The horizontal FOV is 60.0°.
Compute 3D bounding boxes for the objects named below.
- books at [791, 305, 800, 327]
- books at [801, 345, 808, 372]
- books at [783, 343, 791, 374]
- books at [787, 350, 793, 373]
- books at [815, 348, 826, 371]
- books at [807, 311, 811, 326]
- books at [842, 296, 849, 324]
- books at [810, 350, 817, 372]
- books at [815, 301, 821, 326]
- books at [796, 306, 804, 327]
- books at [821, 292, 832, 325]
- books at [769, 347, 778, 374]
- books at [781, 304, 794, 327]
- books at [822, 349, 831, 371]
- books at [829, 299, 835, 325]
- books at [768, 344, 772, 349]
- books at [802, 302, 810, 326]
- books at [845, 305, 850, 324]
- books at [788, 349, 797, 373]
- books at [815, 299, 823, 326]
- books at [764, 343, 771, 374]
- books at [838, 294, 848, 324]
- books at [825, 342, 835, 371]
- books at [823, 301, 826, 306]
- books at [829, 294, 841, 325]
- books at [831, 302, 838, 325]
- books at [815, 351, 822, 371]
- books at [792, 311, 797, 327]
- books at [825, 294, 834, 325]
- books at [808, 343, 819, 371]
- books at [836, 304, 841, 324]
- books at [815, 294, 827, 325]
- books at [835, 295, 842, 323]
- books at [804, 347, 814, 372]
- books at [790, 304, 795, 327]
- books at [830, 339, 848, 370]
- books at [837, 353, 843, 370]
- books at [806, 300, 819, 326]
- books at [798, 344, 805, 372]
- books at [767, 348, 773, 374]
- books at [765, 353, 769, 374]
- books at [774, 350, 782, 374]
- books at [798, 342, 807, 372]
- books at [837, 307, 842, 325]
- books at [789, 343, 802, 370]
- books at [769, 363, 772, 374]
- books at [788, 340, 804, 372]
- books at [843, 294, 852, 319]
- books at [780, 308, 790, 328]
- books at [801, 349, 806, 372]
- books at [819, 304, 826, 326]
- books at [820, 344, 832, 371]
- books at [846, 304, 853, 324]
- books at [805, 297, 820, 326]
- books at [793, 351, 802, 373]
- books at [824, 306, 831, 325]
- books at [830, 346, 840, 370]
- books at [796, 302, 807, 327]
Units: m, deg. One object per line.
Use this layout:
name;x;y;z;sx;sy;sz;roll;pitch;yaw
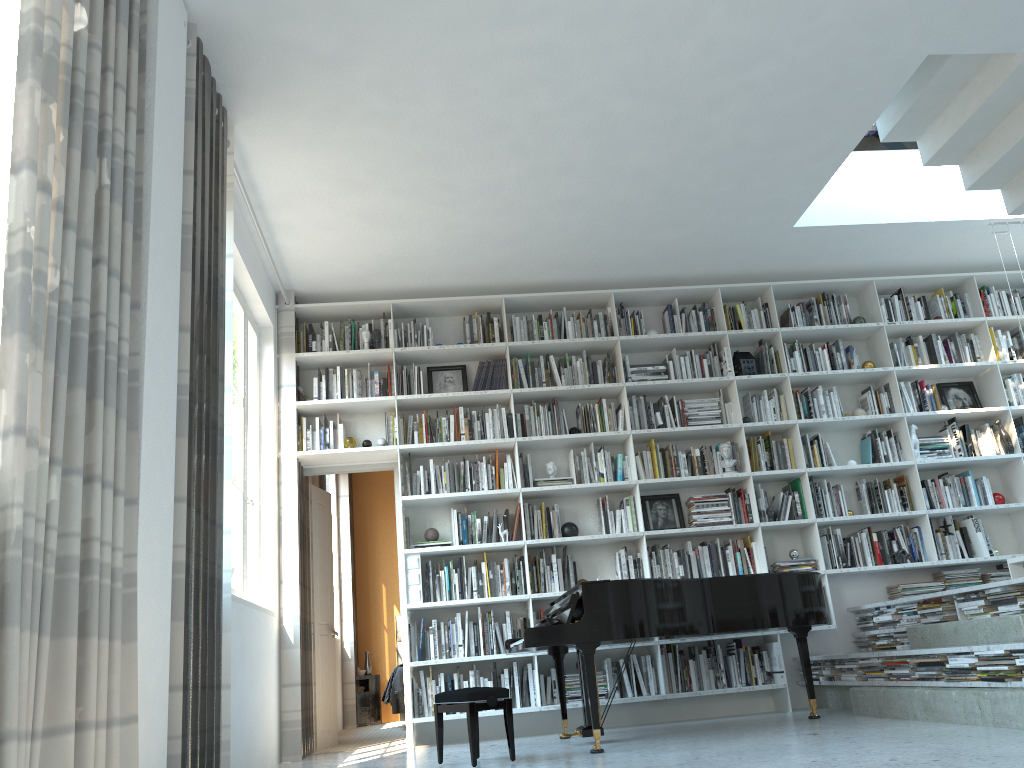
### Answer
books;2.230;-0.487;7.027;0.013;0.228;0.174;-3;-18;-6
books;2.276;-0.154;6.952;0.012;0.275;0.133;-3;-18;-6
books;2.126;-0.157;6.916;0.012;0.284;0.160;-3;-18;-6
books;2.149;-0.132;6.925;0.012;0.239;0.139;-3;-18;-6
books;2.402;-0.149;6.941;0.023;0.236;0.150;-3;-18;-6
books;2.340;-0.465;7.064;0.031;0.190;0.133;-3;-18;-6
books;2.626;-0.534;7.074;0.008;0.277;0.181;-3;-18;-6
books;2.339;-0.133;6.948;0.028;0.222;0.142;-3;-18;-6
books;2.411;-0.520;7.082;0.017;0.294;0.139;-3;-18;-6
books;2.259;-0.483;7.043;0.028;0.225;0.164;-3;-18;-6
books;2.485;-0.547;7.075;0.007;0.328;0.184;-3;-18;-6
books;2.010;-0.139;6.885;0.013;0.247;0.187;-3;-18;-6
books;2.186;-0.490;7.029;0.009;0.243;0.174;-3;-18;-6
books;2.426;-0.141;6.925;0.021;0.208;0.181;-3;-18;-6
books;2.528;-0.522;7.078;0.008;0.274;0.163;-3;-18;-6
books;2.029;-0.150;6.926;0.005;0.291;0.131;-3;-18;-6
books;2.312;-0.500;7.054;0.021;0.255;0.169;-3;-18;-6
books;2.641;-0.500;7.078;0.018;0.213;0.158;-3;-18;-6
books;2.168;-0.137;6.922;0.026;0.242;0.148;-3;-18;-6
books;2.429;-0.518;7.077;0.007;0.284;0.160;-3;-18;-6
books;1.963;-0.153;6.891;0.021;0.287;0.180;-3;-18;-6
books;2.615;-0.540;7.082;0.013;0.296;0.189;-3;-18;-6
books;2.479;-0.172;6.969;0.012;0.284;0.160;-3;-18;-6
books;2.481;-0.510;7.063;0.008;0.250;0.170;-3;-18;-6
books;2.559;-0.542;7.077;0.008;0.306;0.183;-3;-18;-6
books;2.545;-0.512;7.075;0.024;0.251;0.150;-3;-18;-6
books;2.378;-0.134;6.946;0.025;0.215;0.144;-3;-18;-6
books;2.220;-0.461;7.031;0.009;0.182;0.160;-3;-18;-6
books;2.499;-0.539;7.056;0.015;0.298;0.184;-3;-18;-6
books;2.357;-0.164;6.956;0.013;0.283;0.155;-3;-18;-6
books;2.571;-0.517;7.077;0.014;0.257;0.150;-3;-18;-6
books;2.454;-0.537;7.071;0.006;0.311;0.179;-3;-18;-6
books;2.595;-0.542;7.110;0.008;0.320;0.134;-3;-18;-6
books;2.299;-0.146;6.926;0.027;0.240;0.160;-3;-18;-6
books;2.195;-0.488;7.039;0.011;0.243;0.173;-3;-18;-6
books;2.558;-0.185;6.951;0.029;0.284;0.184;-3;-18;-6
books;2.534;-0.130;6.945;0.027;0.181;0.177;-3;-18;-6
books;2.369;-0.511;7.038;0.028;0.257;0.185;-3;-18;-6
books;2.236;-0.155;6.925;0.010;0.267;0.166;-3;-18;-6
books;1.986;-0.136;6.897;0.005;0.254;0.159;-3;-18;-6
books;1.955;-0.112;6.899;0.024;0.216;0.169;-3;-18;-6
books;2.042;-0.124;6.883;0.008;0.213;0.224;-3;-18;-6
books;2.259;-0.165;6.946;0.021;0.295;0.139;-3;-18;-6
books;2.584;-0.536;7.089;0.019;0.298;0.137;-3;-18;-6
books;2.211;-0.159;6.931;0.011;0.282;0.173;-3;-18;-6
books;1.978;-0.111;6.899;0.013;0.210;0.140;-3;-18;-6
books;2.223;-0.172;6.931;0.014;0.305;0.153;-3;-18;-6
books;2.663;-0.547;7.087;0.006;0.305;0.164;-3;-18;-6
books;2.161;-0.472;7.014;0.046;0.205;0.184;-3;-18;-6
books;2.248;-0.137;6.930;0.012;0.235;0.166;-3;-18;-6
books;2.446;-0.499;7.052;0.018;0.230;0.160;-3;-18;-6
books;2.450;-0.164;6.950;0.012;0.263;0.157;-3;-18;-6
books;2.657;-0.501;7.071;0.014;0.208;0.188;-3;-18;-6
books;2.392;-0.522;7.068;0.024;0.291;0.168;-3;-18;-6
books;2.197;-0.127;6.902;0.026;0.207;0.181;-3;-18;-6
books;2.472;-0.490;7.040;0.018;0.200;0.189;-3;-18;-6
books;2.503;-0.156;6.947;0.030;0.237;0.186;-3;-18;-6
books;2.287;-0.499;7.049;0.030;0.254;0.161;-3;-18;-6
